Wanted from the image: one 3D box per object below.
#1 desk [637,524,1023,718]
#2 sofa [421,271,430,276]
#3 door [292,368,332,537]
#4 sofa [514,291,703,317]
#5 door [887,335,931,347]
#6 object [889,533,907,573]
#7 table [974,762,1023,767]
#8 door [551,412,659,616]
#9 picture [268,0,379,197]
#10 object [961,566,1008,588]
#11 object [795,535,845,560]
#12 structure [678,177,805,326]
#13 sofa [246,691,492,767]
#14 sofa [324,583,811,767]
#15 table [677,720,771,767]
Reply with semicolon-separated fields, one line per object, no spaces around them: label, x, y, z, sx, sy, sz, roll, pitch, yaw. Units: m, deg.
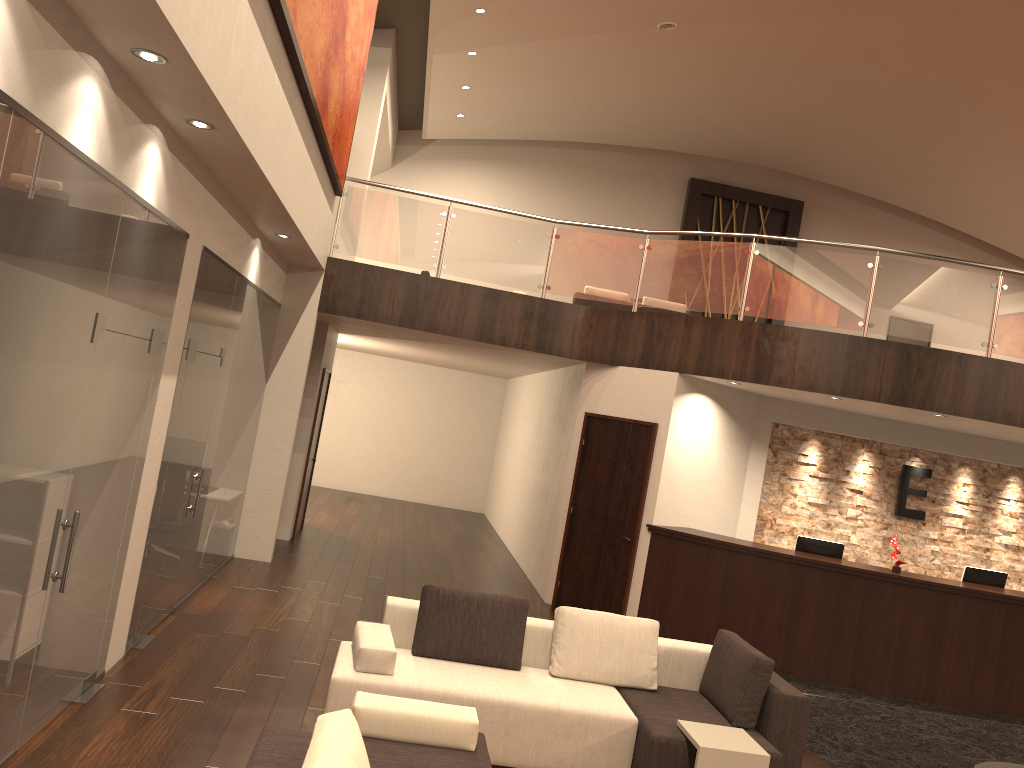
desk;4.837;2.673;9.445;7.146;1.171;1.674;10;-2;-5
sofa;-0.303;-1.288;16.216;3.366;0.862;2.586;10;-2;-6
door;-2.724;0.898;12.059;0.104;2.232;0.990;10;-2;-7
sofa;1.441;-1.030;14.909;3.366;0.862;2.586;10;-2;-6
door;8.528;-0.294;19.287;0.990;2.232;0.104;10;-2;-7
object;3.883;1.696;8.902;0.163;0.390;0.165;10;-2;1
table;2.394;2.207;3.826;0.833;0.795;0.844;9;-3;33
door;1.017;1.471;9.775;0.990;2.232;0.104;8;-3;44
picture;-1.260;-3.323;6.384;0.070;2.526;6.485;10;-2;-7
object;4.924;2.180;9.282;0.483;0.485;0.189;10;-2;-7
object;3.221;1.881;9.356;0.483;0.485;0.189;10;-2;8
structure;4.621;-2.029;18.762;2.524;4.236;0.187;10;-2;-7
sofa;0.336;1.772;2.898;2.586;0.862;3.366;10;-2;-6
sofa;0.328;1.875;5.524;2.846;0.862;1.291;10;-2;-6
table;1.137;2.201;4.952;0.400;0.460;0.400;10;-2;-7
